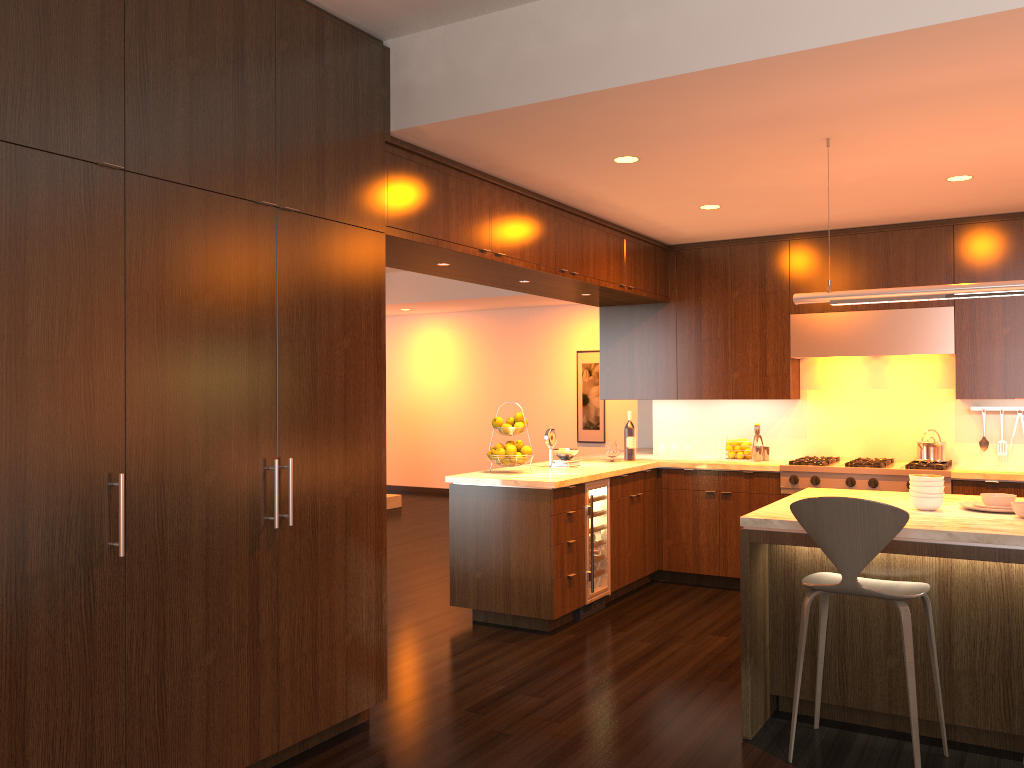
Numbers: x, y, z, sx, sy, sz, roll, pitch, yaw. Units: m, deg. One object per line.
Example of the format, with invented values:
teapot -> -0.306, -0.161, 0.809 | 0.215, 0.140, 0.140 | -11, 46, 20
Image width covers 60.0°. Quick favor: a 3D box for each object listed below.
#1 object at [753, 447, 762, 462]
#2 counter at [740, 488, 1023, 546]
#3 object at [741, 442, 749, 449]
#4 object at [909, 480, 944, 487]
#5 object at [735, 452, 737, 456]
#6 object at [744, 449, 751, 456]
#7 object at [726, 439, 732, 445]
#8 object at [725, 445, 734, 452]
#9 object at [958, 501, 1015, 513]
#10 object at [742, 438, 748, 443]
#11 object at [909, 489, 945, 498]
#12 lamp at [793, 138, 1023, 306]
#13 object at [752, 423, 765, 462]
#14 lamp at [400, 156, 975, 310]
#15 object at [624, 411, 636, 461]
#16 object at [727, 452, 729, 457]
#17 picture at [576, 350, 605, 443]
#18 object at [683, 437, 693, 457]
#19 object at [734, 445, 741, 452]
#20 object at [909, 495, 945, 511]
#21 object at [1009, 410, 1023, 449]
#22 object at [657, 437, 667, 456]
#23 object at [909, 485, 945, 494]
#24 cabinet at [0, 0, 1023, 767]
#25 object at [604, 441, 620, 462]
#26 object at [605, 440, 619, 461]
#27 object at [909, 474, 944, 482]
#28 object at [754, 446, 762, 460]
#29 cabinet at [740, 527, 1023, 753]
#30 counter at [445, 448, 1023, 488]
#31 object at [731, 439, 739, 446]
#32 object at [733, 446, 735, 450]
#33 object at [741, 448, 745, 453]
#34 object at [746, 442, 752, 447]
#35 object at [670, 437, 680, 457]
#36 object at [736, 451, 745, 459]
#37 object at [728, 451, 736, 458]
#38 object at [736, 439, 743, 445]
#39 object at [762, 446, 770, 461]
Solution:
object -> 1.820, 0.521, 6.574 | 0.060, 0.106, 0.060 | 0, -1, -27
counter -> 2.434, 0.557, 3.524 | 2.711, 0.038, 1.280 | -1, -1, 31
object -> 1.779, 0.473, 6.772 | 0.061, 0.052, 0.053 | 0, -1, -13
object -> 1.797, 0.448, 3.842 | 0.140, 0.064, 0.139 | 0, -1, 5
object -> 1.745, 0.540, 6.824 | 0.057, 0.060, 0.052 | 0, -1, -21
object -> 1.790, 0.518, 6.747 | 0.052, 0.054, 0.061 | -1, -1, 41
object -> 1.680, 0.455, 6.836 | 0.052, 0.060, 0.057 | 0, -1, -38
object -> 1.670, 0.494, 6.809 | 0.063, 0.051, 0.053 | -1, -1, 32
object -> 2.099, 0.533, 3.826 | 0.310, 0.021, 0.309 | -1, -1, 31
object -> 1.807, 0.449, 6.882 | 0.050, 0.060, 0.059 | 0, -1, -27
object -> 1.797, 0.492, 3.842 | 0.140, 0.068, 0.139 | -1, -1, 13
lamp -> 2.386, -0.756, 3.521 | 2.465, 0.765, 0.120 | -1, -1, 31
object -> 1.812, 0.430, 6.588 | 0.101, 0.288, 0.088 | 0, -1, -29
lamp -> -2.585, -1.129, 9.581 | 16.431, 0.171, 5.868 | -1, -1, 30
object -> 0.897, 0.393, 6.755 | 0.095, 0.378, 0.094 | 0, -1, -34
object -> 1.696, 0.547, 6.857 | 0.061, 0.053, 0.053 | -1, -1, 16
picture -> 1.023, 0.164, 11.514 | 0.398, 1.200, 0.012 | -1, -1, 31
object -> 1.403, 0.505, 7.079 | 0.079, 0.154, 0.079 | -1, -1, 13
object -> 1.727, 0.495, 6.787 | 0.052, 0.053, 0.062 | -1, -1, 35
object -> 1.797, 0.516, 3.842 | 0.140, 0.059, 0.139 | -1, -1, 22
object -> 3.411, 0.309, 5.972 | 0.114, 0.271, 0.008 | -1, -1, 31
object -> 1.217, 0.507, 7.193 | 0.079, 0.154, 0.079 | -1, -1, 13
object -> 1.797, 0.470, 3.842 | 0.140, 0.062, 0.139 | -1, -1, 30
cabinet -> 2.177, -0.034, 4.508 | 5.521, 2.997, 7.728 | -1, -1, 31
object -> 0.745, 0.505, 6.601 | 0.112, 0.151, 0.112 | 0, -1, -41
object -> 0.762, 0.507, 6.753 | 0.112, 0.151, 0.112 | 0, -1, -41
object -> 1.796, 0.427, 3.843 | 0.140, 0.062, 0.139 | -1, -1, 39
object -> 1.857, 0.522, 6.688 | 0.060, 0.106, 0.060 | 0, -1, -27
cabinet -> 2.436, 1.014, 3.519 | 2.713, 0.876, 1.281 | -1, -1, 31
counter -> 1.948, 0.586, 6.007 | 3.616, 0.038, 3.187 | -1, -1, 31
object -> 1.706, 0.450, 6.790 | 0.063, 0.051, 0.053 | -1, -1, 21
object -> 1.717, 0.492, 6.842 | 0.064, 0.053, 0.051 | 0, -1, -24
object -> 1.790, 0.508, 6.816 | 0.051, 0.053, 0.062 | 0, -1, -18
object -> 1.817, 0.461, 6.816 | 0.051, 0.053, 0.063 | 0, -1, -14
object -> 1.309, 0.506, 7.137 | 0.079, 0.154, 0.079 | -1, -1, 13
object -> 1.746, 0.546, 6.781 | 0.064, 0.063, 0.074 | 0, -1, -6
object -> 1.688, 0.541, 6.800 | 0.060, 0.057, 0.052 | 0, -1, -25
object -> 1.749, 0.447, 6.833 | 0.051, 0.053, 0.063 | 0, -1, -25
object -> 1.894, 0.521, 6.622 | 0.060, 0.106, 0.060 | 0, -1, -27
